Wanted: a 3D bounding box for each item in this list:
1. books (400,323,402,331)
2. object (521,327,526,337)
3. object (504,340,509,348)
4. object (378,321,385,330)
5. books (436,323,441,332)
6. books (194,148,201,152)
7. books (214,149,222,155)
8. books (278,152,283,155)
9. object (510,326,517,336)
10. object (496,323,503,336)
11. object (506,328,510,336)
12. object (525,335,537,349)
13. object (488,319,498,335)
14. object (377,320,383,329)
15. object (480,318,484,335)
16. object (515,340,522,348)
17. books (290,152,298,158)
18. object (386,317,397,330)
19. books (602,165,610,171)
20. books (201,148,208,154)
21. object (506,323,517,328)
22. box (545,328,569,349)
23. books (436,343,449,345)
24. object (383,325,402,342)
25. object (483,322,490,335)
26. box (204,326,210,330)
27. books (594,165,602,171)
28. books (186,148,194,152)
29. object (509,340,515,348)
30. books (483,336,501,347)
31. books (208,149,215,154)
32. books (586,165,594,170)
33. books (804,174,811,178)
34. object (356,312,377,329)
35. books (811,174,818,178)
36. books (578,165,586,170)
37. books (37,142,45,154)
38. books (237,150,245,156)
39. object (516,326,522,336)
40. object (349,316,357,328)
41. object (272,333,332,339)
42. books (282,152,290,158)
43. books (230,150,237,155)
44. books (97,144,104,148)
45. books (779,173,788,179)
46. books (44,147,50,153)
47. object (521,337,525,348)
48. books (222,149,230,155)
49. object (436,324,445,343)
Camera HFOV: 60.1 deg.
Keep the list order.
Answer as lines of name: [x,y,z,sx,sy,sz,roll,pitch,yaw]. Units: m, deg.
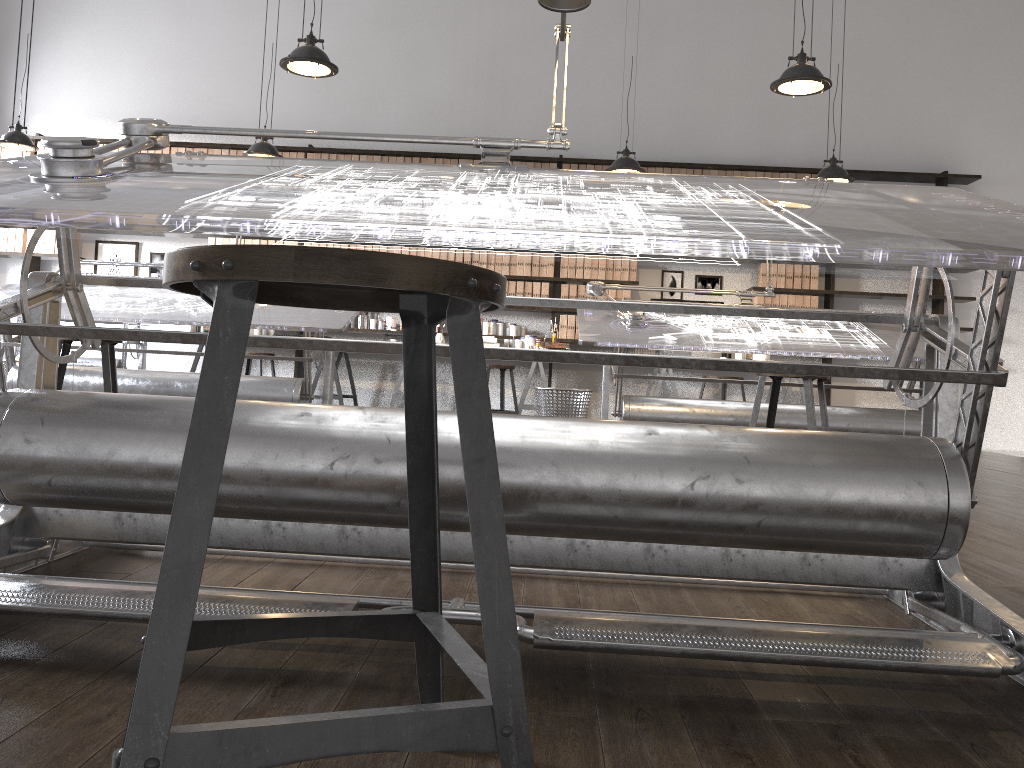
books: [-0.973,-0.596,8.120,0.067,0.226,0.174,3,-1,2]
object: [0.092,-0.475,8.123,0.062,0.096,0.061,2,-2,34]
object: [-0.041,-0.349,7.924,0.062,0.094,0.061,1,-2,43]
object: [-1.179,-0.536,8.160,0.062,0.093,0.181,2,0,16]
books: [-0.693,-0.581,8.115,0.067,0.226,0.174,3,-1,2]
books: [-2.912,-2.067,8.268,0.067,0.226,0.174,3,-1,2]
books: [-2.716,-2.057,8.257,0.067,0.226,0.174,3,-1,2]
books: [-2.152,-2.028,8.236,0.067,0.226,0.174,3,-1,2]
object: [0.013,-0.478,8.012,0.062,0.096,0.061,2,-2,34]
object: [-0.112,-0.495,8.095,0.062,0.119,0.062,4,-2,-29]
object: [-0.027,-0.470,8.089,0.054,0.081,0.054,3,-2,-8]
object: [0.167,-0.356,7.811,0.105,0.142,0.104,3,-2,10]
object: [-0.182,-0.515,8.131,0.094,0.162,0.205,3,-1,4]
object: [-1.221,-0.542,8.179,0.062,0.093,0.063,4,-2,-36]
object: [-0.311,-0.522,8.125,0.095,0.162,0.094,3,-2,-2]
object: [0.057,-0.343,7.828,0.061,0.094,0.062,4,-2,-38]
books: [-2.013,-2.021,8.229,0.067,0.226,0.174,3,-1,2]
object: [-1.109,-0.549,8.119,0.095,0.128,0.094,3,-2,9]
books: [0.853,-1.872,8.116,0.067,0.226,0.174,3,-1,2]
books: [-2.845,-2.064,8.259,0.067,0.226,0.174,3,-1,2]
object: [-0.008,-0.493,8.175,0.094,0.130,0.095,3,-2,-11]
box: [0.400,-0.383,7.790,0.212,0.208,0.137,3,-2,3]
books: [-0.658,-0.341,7.602,0.354,0.029,0.256,3,0,2]
object: [-1.023,-0.428,7.833,0.203,0.161,0.283,3,0,2]
object: [-0.233,-0.501,8.031,0.062,0.119,0.062,4,-2,-29]
box: [-2.624,-0.478,7.909,0.212,0.083,0.137,3,0,2]
books: [0.782,-1.875,8.119,0.067,0.226,0.174,3,-1,2]
books: [-2.983,-2.071,8.271,0.067,0.226,0.174,3,-1,2]
object: [0.003,-0.346,7.874,0.062,0.093,0.063,1,-2,43]
books: [-0.252,-0.377,7.765,0.294,0.148,0.385,3,0,2]
books: [-2.779,-2.061,8.261,0.067,0.226,0.174,3,-1,2]
books: [0.711,-1.879,8.118,0.067,0.226,0.174,3,-1,2]
books: [2.652,-1.778,8.042,0.067,0.226,0.174,3,-1,2]
object: [-1.336,-0.637,8.171,0.181,0.272,0.156,3,-2,-14]
books: [2.726,-1.774,8.040,0.067,0.226,0.174,3,-1,2]
books: [0.641,-1.883,8.125,0.067,0.226,0.174,3,-1,2]
books: [-4.386,-2.144,8.328,0.067,0.226,0.174,3,-1,2]
books: [-2.504,-2.046,8.252,0.067,0.226,0.174,3,-1,2]
object: [0.055,-0.476,8.064,0.063,0.095,0.062,2,-2,34]
object: [-1.477,-0.597,8.252,0.078,0.189,0.079,4,-2,-19]
object: [-1.807,-0.404,7.651,0.445,0.033,0.312,3,0,2]
books: [-2.082,-2.024,8.235,0.067,0.226,0.174,3,-1,2]
books: [-2.573,-2.050,8.253,0.067,0.226,0.174,3,-1,2]
books: [-3.828,-2.115,8.302,0.067,0.226,0.174,3,-1,2]
books: [2.444,-1.789,8.049,0.067,0.226,0.174,3,-1,2]
books: [-4.312,-2.140,8.319,0.067,0.226,0.174,3,-1,2]
object: [0.123,-0.353,7.920,0.095,0.128,0.094,3,-2,-2]
books: [-2.644,-2.054,8.252,0.067,0.226,0.174,3,-1,2]
object: [-0.647,-0.433,7.943,0.101,0.209,0.101,5,-3,-43]
